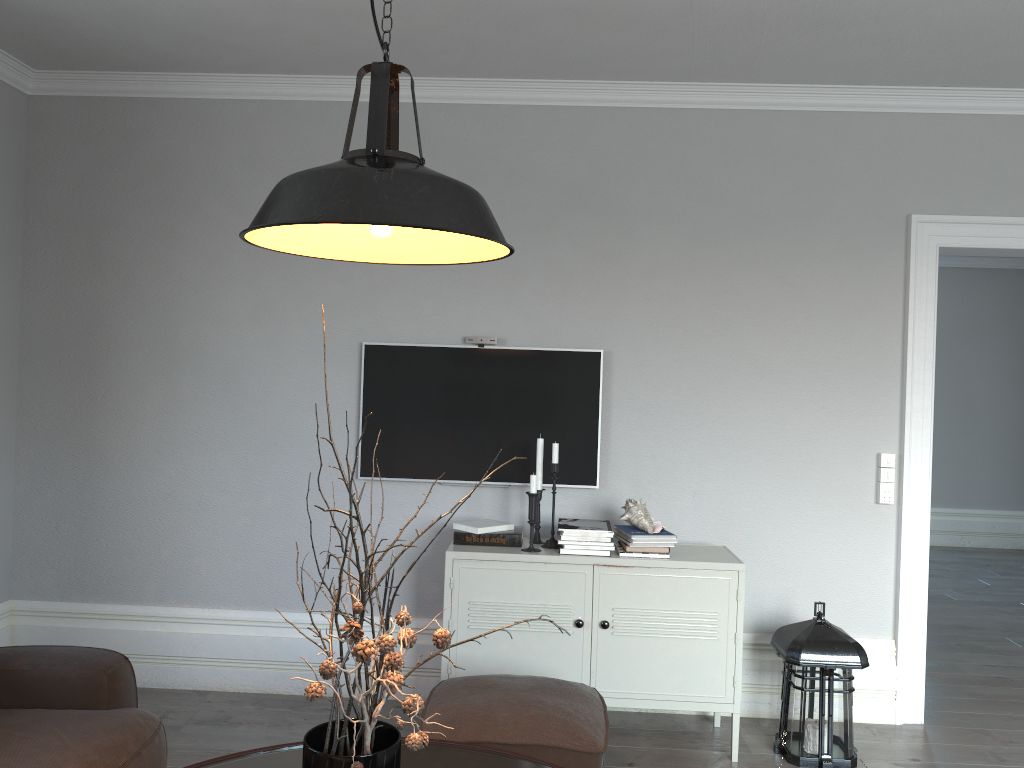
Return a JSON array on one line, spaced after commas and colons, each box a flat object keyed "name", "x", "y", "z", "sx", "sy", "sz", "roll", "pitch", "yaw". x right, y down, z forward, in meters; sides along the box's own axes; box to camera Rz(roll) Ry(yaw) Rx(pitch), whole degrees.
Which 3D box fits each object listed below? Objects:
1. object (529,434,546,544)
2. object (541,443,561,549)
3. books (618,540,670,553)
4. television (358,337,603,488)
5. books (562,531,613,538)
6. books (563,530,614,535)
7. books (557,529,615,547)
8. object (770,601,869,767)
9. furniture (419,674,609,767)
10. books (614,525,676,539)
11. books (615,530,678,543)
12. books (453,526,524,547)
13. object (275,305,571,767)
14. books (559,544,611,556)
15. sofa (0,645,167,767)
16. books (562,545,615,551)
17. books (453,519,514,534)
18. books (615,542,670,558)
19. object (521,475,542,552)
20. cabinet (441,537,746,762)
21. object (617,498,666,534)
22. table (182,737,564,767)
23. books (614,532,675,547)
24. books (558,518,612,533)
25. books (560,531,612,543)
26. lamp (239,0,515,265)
[{"name": "object", "x": 0.111, "y": 0.434, "z": 3.690, "sx": 0.066, "sy": 0.457, "sz": 0.066, "roll": 2, "pitch": 0, "yaw": -30}, {"name": "object", "x": 0.171, "y": 0.448, "z": 3.603, "sx": 0.092, "sy": 0.431, "sz": 0.092, "roll": 2, "pitch": 0, "yaw": -38}, {"name": "books", "x": 0.529, "y": 0.646, "z": 3.580, "sx": 0.175, "sy": 0.027, "sz": 0.238, "roll": 2, "pitch": 0, "yaw": -1}, {"name": "television", "x": -0.140, "y": 0.120, "z": 3.922, "sx": 1.063, "sy": 0.657, "sz": 0.041, "roll": 2, "pitch": 0, "yaw": 2}, {"name": "books", "x": 0.300, "y": 0.588, "z": 3.574, "sx": 0.196, "sy": 0.010, "sz": 0.265, "roll": 2, "pitch": 0, "yaw": 2}, {"name": "books", "x": 0.299, "y": 0.578, "z": 3.569, "sx": 0.196, "sy": 0.010, "sz": 0.260, "roll": 2, "pitch": 0, "yaw": 1}, {"name": "books", "x": 0.293, "y": 0.619, "z": 3.579, "sx": 0.222, "sy": 0.016, "sz": 0.271, "roll": 2, "pitch": 0, "yaw": 2}, {"name": "object", "x": 1.198, "y": 1.152, "z": 3.477, "sx": 0.323, "sy": 0.599, "sz": 0.323, "roll": 2, "pitch": 0, "yaw": 2}, {"name": "furniture", "x": 0.007, "y": 1.190, "z": 2.794, "sx": 0.574, "sy": 0.440, "sz": 0.583, "roll": 2, "pitch": 0, "yaw": 3}, {"name": "books", "x": 0.531, "y": 0.594, "z": 3.563, "sx": 0.184, "sy": 0.014, "sz": 0.235, "roll": 2, "pitch": 0, "yaw": -10}, {"name": "books", "x": 0.536, "y": 0.610, "z": 3.563, "sx": 0.184, "sy": 0.017, "sz": 0.235, "roll": 2, "pitch": 0, "yaw": -10}, {"name": "books", "x": -0.094, "y": 0.626, "z": 3.675, "sx": 0.276, "sy": 0.049, "sz": 0.218, "roll": 2, "pitch": 0, "yaw": 2}, {"name": "object", "x": -0.200, "y": 0.389, "z": 1.752, "sx": 0.525, "sy": 1.066, "sz": 0.853, "roll": 2, "pitch": 0, "yaw": -27}, {"name": "books", "x": 0.293, "y": 0.654, "z": 3.579, "sx": 0.200, "sy": 0.022, "sz": 0.271, "roll": 2, "pitch": 0, "yaw": 4}, {"name": "sofa", "x": -1.517, "y": 0.954, "z": 1.708, "sx": 0.968, "sy": 0.824, "sz": 2.165, "roll": 2, "pitch": 0, "yaw": 2}, {"name": "books", "x": 0.301, "y": 0.635, "z": 3.570, "sx": 0.200, "sy": 0.016, "sz": 0.253, "roll": 2, "pitch": 0, "yaw": 0}, {"name": "books", "x": -0.118, "y": 0.589, "z": 3.671, "sx": 0.199, "sy": 0.024, "sz": 0.161, "roll": 2, "pitch": 0, "yaw": -43}, {"name": "books", "x": 0.520, "y": 0.666, "z": 3.564, "sx": 0.196, "sy": 0.014, "sz": 0.243, "roll": 2, "pitch": 0, "yaw": 2}, {"name": "object", "x": 0.082, "y": 0.507, "z": 3.513, "sx": 0.083, "sy": 0.311, "sz": 0.083, "roll": 2, "pitch": 0, "yaw": -20}, {"name": "cabinet", "x": 0.311, "y": 1.043, "z": 3.576, "sx": 1.152, "sy": 0.757, "sz": 0.408, "roll": 2, "pitch": 0, "yaw": 3}, {"name": "object", "x": 0.526, "y": 0.524, "z": 3.568, "sx": 0.192, "sy": 0.127, "sz": 0.194, "roll": 2, "pitch": 0, "yaw": -4}, {"name": "table", "x": -0.295, "y": 1.168, "z": 1.647, "sx": 1.300, "sy": 0.503, "sz": 1.300, "roll": 2, "pitch": 0, "yaw": -5}, {"name": "books", "x": 0.530, "y": 0.625, "z": 3.566, "sx": 0.184, "sy": 0.014, "sz": 0.235, "roll": 2, "pitch": 0, "yaw": -8}, {"name": "books", "x": 0.292, "y": 0.569, "z": 3.572, "sx": 0.212, "sy": 0.008, "sz": 0.263, "roll": 2, "pitch": 0, "yaw": 4}, {"name": "books", "x": 0.296, "y": 0.602, "z": 3.569, "sx": 0.200, "sy": 0.019, "sz": 0.251, "roll": 2, "pitch": 0, "yaw": 4}, {"name": "lamp", "x": -0.228, "y": -0.793, "z": 1.658, "sx": 0.504, "sy": 1.076, "sz": 0.504, "roll": 2, "pitch": 0, "yaw": -40}]
